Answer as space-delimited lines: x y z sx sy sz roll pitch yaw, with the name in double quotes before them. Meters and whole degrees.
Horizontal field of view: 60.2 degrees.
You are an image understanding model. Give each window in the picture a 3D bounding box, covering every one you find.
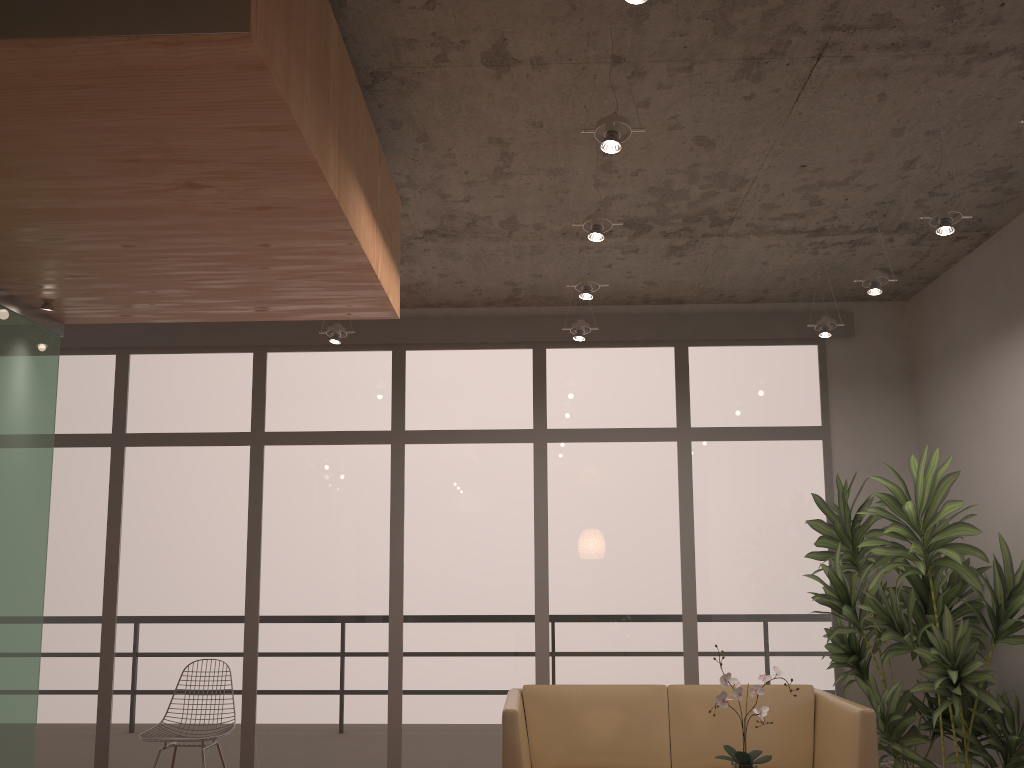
"window" -1.834 1.154 6.261 8.562 3.239 0.063 -1 -7 2

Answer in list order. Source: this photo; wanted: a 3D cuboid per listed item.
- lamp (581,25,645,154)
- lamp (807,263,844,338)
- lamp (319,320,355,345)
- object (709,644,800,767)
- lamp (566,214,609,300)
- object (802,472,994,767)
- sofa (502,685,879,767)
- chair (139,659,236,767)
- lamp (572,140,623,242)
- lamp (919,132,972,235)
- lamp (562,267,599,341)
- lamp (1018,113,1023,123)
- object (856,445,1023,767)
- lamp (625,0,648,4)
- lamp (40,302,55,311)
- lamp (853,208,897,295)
"lamp" 0.358 -1.066 3.161 0.199 0.476 0.135 5 -9 -30
"lamp" 1.962 -0.532 5.544 0.199 0.476 0.135 5 -9 -30
"lamp" -1.119 -0.494 5.655 0.199 0.476 0.135 5 -9 -30
"object" 0.890 1.297 3.355 0.298 0.582 0.376 0 -9 -4
"lamp" 0.407 -0.698 4.786 0.199 0.476 0.135 5 -9 -30
"object" 2.355 1.551 5.354 1.084 2.077 0.976 -3 -9 20
"sofa" 0.857 2.021 4.598 1.802 0.826 0.892 -1 -10 2
"chair" -2.054 2.241 5.651 0.543 0.889 0.569 -1 -9 2
"lamp" 0.382 -0.882 3.974 0.199 0.476 0.135 5 -9 -30
"lamp" 1.913 -0.901 3.918 0.199 0.476 0.135 5 -9 -30
"lamp" 0.431 -0.513 5.599 0.199 0.476 0.135 5 -9 -30
"lamp" 1.888 -1.085 3.106 0.199 0.476 0.135 5 -9 -30
"object" 2.350 1.399 4.683 0.969 2.077 1.092 -3 -9 15
"lamp" 0.334 -1.250 2.348 0.199 0.476 0.135 5 -9 -30
"lamp" -2.025 -0.550 3.878 0.103 0.464 0.155 3 -9 -25
"lamp" 1.937 -0.716 4.731 0.199 0.476 0.135 5 -9 -30
